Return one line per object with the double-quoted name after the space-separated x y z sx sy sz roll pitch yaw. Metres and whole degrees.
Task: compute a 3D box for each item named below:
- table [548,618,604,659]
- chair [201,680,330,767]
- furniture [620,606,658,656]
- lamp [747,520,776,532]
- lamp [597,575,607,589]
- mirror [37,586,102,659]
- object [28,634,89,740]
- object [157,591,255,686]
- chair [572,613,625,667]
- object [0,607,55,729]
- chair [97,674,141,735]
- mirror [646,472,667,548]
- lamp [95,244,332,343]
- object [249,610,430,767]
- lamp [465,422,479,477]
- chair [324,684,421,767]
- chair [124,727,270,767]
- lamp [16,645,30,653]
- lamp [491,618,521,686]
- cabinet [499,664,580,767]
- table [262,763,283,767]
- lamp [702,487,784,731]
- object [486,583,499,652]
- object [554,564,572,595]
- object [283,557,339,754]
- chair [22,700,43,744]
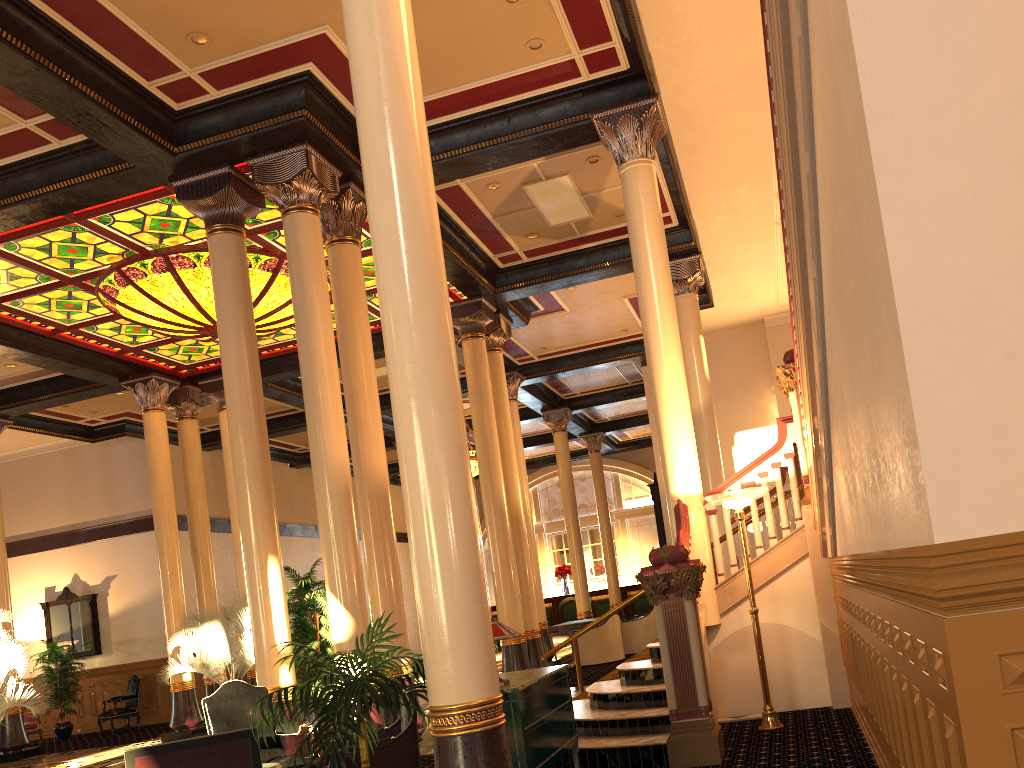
1.521 5.299 18.024 1.093 0.761 1.690 -11 -13 14 "table"
-1.852 2.746 6.507 0.730 1.085 0.765 -12 -8 29 "chair"
2.801 5.113 18.309 0.798 0.929 2.241 -11 -13 15 "furniture"
3.799 3.072 12.981 0.582 1.988 0.585 -8 -4 -4 "lamp"
2.863 6.181 27.128 0.434 0.438 0.420 -3 -10 -30 "lamp"
-9.421 5.084 18.534 1.369 1.536 0.204 -10 -4 13 "mirror"
-9.244 6.184 17.768 1.104 2.125 1.027 -5 -6 -27 "object"
-4.409 4.485 14.196 1.799 2.244 2.139 -11 -9 17 "object"
1.692 4.826 16.454 0.757 0.901 0.990 -14 -11 34 "chair"
-6.025 3.721 10.191 2.046 2.230 1.852 -9 -8 2 "object"
-7.858 6.415 17.406 0.725 1.085 0.771 -14 -9 39 "chair"
3.288 2.905 19.016 0.252 1.961 1.832 -9 -8 15 "mirror"
-3.928 -0.984 11.784 2.962 0.593 3.101 -12 -14 12 "lamp"
-0.771 1.907 4.517 1.113 1.418 1.024 -16 -10 43 "object"
-1.146 1.473 20.565 1.179 1.883 1.219 -9 -7 9 "lamp"
-0.920 2.480 5.655 0.653 0.908 0.686 -6 -8 -15 "chair"
-1.658 2.363 4.757 0.693 0.909 0.646 -6 -7 -16 "chair"
-10.219 6.461 18.003 0.593 1.988 0.574 -6 -5 -25 "lamp"
-0.122 1.681 5.448 0.315 0.414 0.328 -10 -8 11 "lamp"
0.027 2.386 5.743 0.543 0.852 1.299 -10 -11 15 "cabinet"
-1.686 2.753 5.552 0.495 0.549 0.475 -3 -10 -35 "table"
2.046 1.913 7.362 0.569 1.988 0.598 -11 -5 32 "lamp"
-0.763 3.703 13.029 1.032 2.125 1.099 -9 -6 3 "object"
1.594 0.844 13.069 0.671 4.212 30.527 -8 -14 -3 "object"
-1.995 2.865 9.008 1.104 2.125 1.027 -5 -6 -27 "object"
-9.826 6.763 17.251 0.632 0.908 0.709 -13 -9 34 "chair"
